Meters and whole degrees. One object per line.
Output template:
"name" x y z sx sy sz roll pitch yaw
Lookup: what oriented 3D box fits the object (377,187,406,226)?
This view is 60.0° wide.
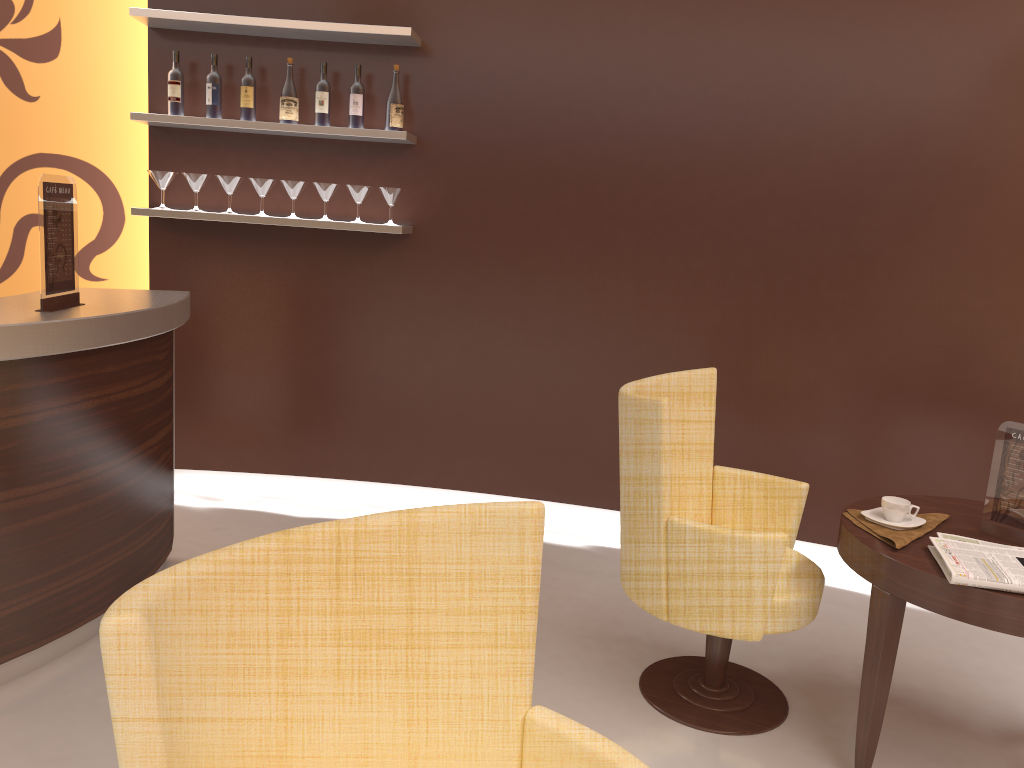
"object" -0.572 -0.839 4.199 0.137 0.174 0.137 5 11 3

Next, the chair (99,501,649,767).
"chair" -0.144 0.747 1.233 0.729 1.017 0.685 -6 15 -44

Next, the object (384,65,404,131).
"object" -0.541 -1.316 4.101 0.086 0.303 0.086 13 14 42

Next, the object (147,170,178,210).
"object" -1.646 -0.912 4.177 0.137 0.174 0.137 3 11 -7

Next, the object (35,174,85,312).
"object" -1.426 -0.447 2.795 0.052 0.414 0.258 3 11 -3

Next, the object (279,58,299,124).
"object" -1.033 -1.354 4.119 0.086 0.303 0.086 6 11 12

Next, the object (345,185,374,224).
"object" -0.727 -0.851 4.202 0.137 0.174 0.137 -4 13 -36

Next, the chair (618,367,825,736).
"chair" 0.644 0.507 2.823 0.685 1.017 0.729 9 12 25

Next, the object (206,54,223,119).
"object" -1.375 -1.369 4.097 0.073 0.297 0.073 -1 11 -24

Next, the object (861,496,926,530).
"object" 1.111 0.371 2.580 0.153 0.069 0.153 -3 13 -35

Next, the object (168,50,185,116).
"object" -1.545 -1.378 4.082 0.073 0.297 0.073 -1 11 -24

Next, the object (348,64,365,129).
"object" -0.717 -1.325 4.110 0.073 0.297 0.073 -1 11 -24

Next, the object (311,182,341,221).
"object" -0.884 -0.862 4.207 0.137 0.174 0.137 5 11 3

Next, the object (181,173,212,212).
"object" -1.491 -0.903 4.188 0.137 0.174 0.137 3 11 -7

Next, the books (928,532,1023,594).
"books" 1.269 0.465 2.256 0.367 0.035 0.345 7 11 18

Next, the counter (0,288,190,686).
"counter" -2.518 0.295 2.544 2.917 1.100 1.586 1 11 -17

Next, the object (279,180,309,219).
"object" -1.037 -0.873 4.208 0.137 0.174 0.137 5 11 3

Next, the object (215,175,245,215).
"object" -1.337 -0.894 4.199 0.137 0.174 0.137 5 11 3

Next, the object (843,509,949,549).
"object" 1.092 0.397 2.591 0.239 0.021 0.464 13 14 41

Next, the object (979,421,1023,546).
"object" 1.443 0.283 2.479 0.042 0.335 0.209 -4 13 -38

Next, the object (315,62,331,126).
"object" -0.875 -1.336 4.112 0.073 0.297 0.073 -1 11 -24

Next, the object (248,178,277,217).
"object" -1.183 -0.882 4.202 0.137 0.174 0.137 5 11 3

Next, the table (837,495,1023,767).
"table" 1.361 0.781 2.552 0.874 0.679 0.872 -1 12 -25

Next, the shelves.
"shelves" -2.765 -1.238 3.704 4.744 0.902 0.586 1 11 -14

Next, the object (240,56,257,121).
"object" -1.220 -1.360 4.108 0.073 0.297 0.073 9 12 25
